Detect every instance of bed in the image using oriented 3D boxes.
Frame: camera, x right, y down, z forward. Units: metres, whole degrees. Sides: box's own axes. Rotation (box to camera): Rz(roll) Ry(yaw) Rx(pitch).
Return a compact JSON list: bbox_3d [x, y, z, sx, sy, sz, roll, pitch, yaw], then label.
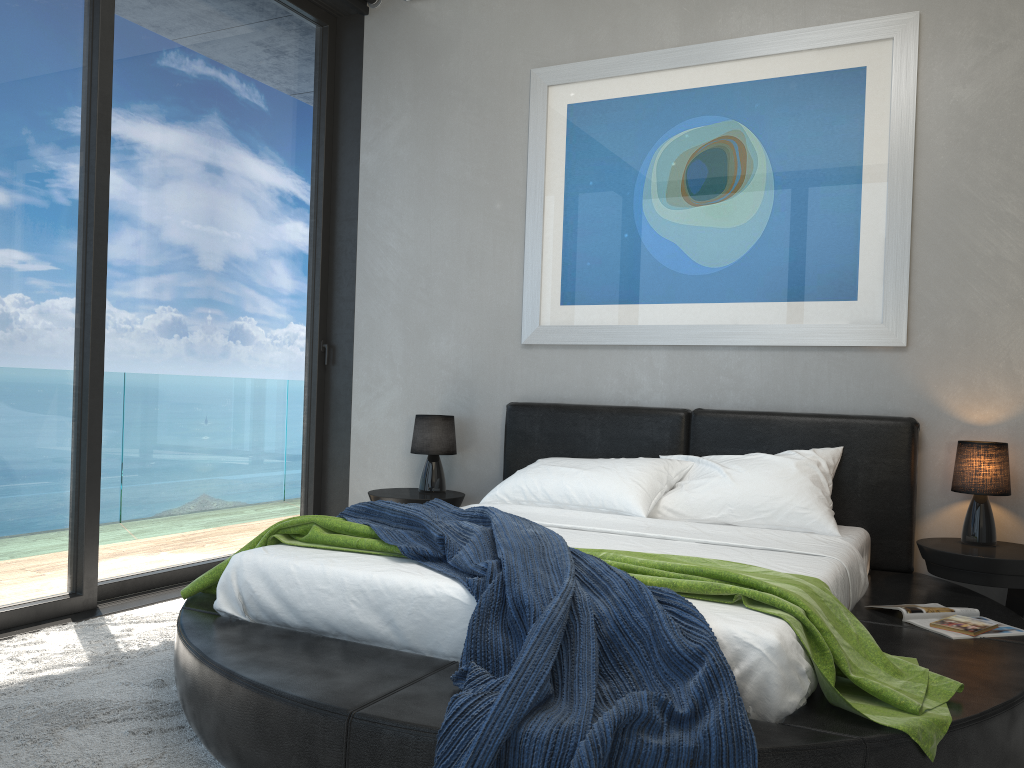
[{"bbox_3d":[0.255,0.543,3.010,2.754,0.934,2.618,2,-1,27],"label":"bed"}]

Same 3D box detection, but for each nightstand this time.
[{"bbox_3d":[1.803,0.844,3.376,0.497,0.440,0.496,2,0,-34],"label":"nightstand"},{"bbox_3d":[-0.495,0.778,4.541,0.496,0.440,0.497,2,0,38],"label":"nightstand"}]

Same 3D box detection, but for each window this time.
[{"bbox_3d":[0.514,-0.557,4.482,3.595,3.184,9.726,2,-1,27],"label":"window"}]

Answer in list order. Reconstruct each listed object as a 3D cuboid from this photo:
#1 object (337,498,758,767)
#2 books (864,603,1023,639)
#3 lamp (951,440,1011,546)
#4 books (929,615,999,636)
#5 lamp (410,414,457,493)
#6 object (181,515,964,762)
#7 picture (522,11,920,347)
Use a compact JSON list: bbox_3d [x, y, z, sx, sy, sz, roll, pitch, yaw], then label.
[{"bbox_3d":[-0.156,0.656,2.577,0.685,0.568,2.153,2,-1,-21],"label":"object"},{"bbox_3d":[1.393,0.744,2.858,0.301,0.039,0.395,2,-1,-17],"label":"books"},{"bbox_3d":[1.834,0.426,3.471,0.208,0.400,0.219,2,0,8],"label":"lamp"},{"bbox_3d":[1.407,0.749,2.757,0.189,0.012,0.133,3,-1,-41],"label":"books"},{"bbox_3d":[-0.407,0.362,4.612,0.241,0.400,0.219,2,0,-4],"label":"lamp"},{"bbox_3d":[0.033,0.605,2.590,2.301,0.342,0.646,2,-1,26],"label":"object"},{"bbox_3d":[0.880,-0.880,4.127,1.799,1.400,0.025,2,1,27],"label":"picture"}]
